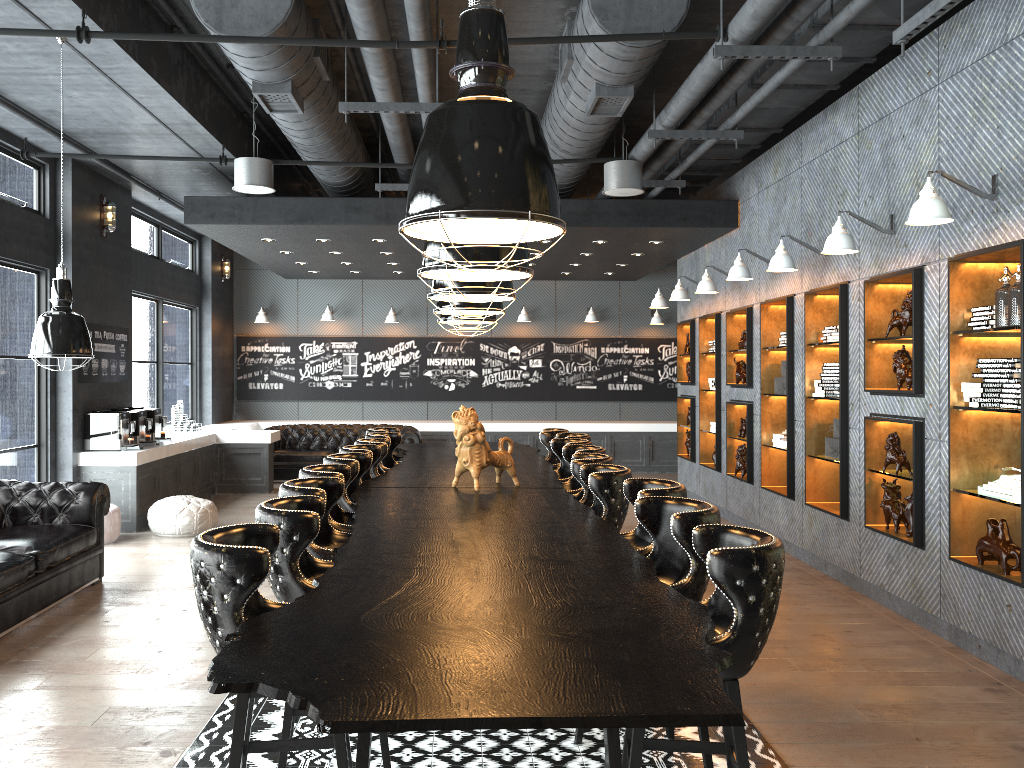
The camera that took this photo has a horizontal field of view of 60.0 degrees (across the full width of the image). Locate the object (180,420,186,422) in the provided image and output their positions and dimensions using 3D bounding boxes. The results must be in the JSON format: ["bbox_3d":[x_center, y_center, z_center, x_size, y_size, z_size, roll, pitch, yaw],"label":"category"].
[{"bbox_3d":[-3.948,0.528,11.722,0.073,0.073,0.074,0,0,17],"label":"object"}]

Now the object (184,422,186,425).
[{"bbox_3d":[-3.948,0.563,11.722,0.073,0.073,0.074,0,0,17],"label":"object"}]

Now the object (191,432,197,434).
[{"bbox_3d":[-3.780,0.686,11.650,0.073,0.073,0.074,0,0,17],"label":"object"}]

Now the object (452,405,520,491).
[{"bbox_3d":[0.057,0.418,5.681,0.484,0.545,0.244,0,0,-40],"label":"object"}]

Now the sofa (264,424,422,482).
[{"bbox_3d":[-2.139,1.104,13.661,2.571,0.838,1.236,0,0,-4],"label":"sofa"}]

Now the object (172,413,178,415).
[{"bbox_3d":[-4.030,0.434,11.635,0.073,0.073,0.074,0,0,17],"label":"object"}]

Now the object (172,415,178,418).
[{"bbox_3d":[-4.030,0.468,11.635,0.073,0.073,0.074,0,0,17],"label":"object"}]

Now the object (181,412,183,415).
[{"bbox_3d":[-4.035,0.432,11.879,0.072,0.073,0.075,0,0,29],"label":"object"}]

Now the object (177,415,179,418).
[{"bbox_3d":[-4.032,0.467,11.717,0.073,0.073,0.074,0,0,17],"label":"object"}]

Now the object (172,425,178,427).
[{"bbox_3d":[-4.031,0.591,11.635,0.073,0.073,0.074,0,0,17],"label":"object"}]

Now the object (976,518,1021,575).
[{"bbox_3d":[2.934,0.896,5.067,0.164,0.303,0.342,0,0,3],"label":"object"}]

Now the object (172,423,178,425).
[{"bbox_3d":[-4.031,0.564,11.635,0.073,0.073,0.074,0,0,17],"label":"object"}]

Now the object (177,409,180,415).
[{"bbox_3d":[-4.032,0.434,11.717,0.073,0.073,0.074,0,0,17],"label":"object"}]

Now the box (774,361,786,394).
[{"bbox_3d":[2.960,-0.062,8.428,0.299,0.316,0.419,0,0,-2],"label":"box"}]

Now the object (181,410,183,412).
[{"bbox_3d":[-4.035,0.397,11.879,0.072,0.073,0.075,0,0,29],"label":"object"}]

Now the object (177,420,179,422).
[{"bbox_3d":[-4.032,0.529,11.717,0.073,0.073,0.074,0,0,17],"label":"object"}]

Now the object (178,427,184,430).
[{"bbox_3d":[-3.947,0.625,11.640,0.073,0.073,0.074,0,0,17],"label":"object"}]

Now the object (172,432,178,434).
[{"bbox_3d":[-4.031,0.687,11.635,0.073,0.073,0.074,0,0,17],"label":"object"}]

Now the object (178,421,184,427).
[{"bbox_3d":[-3.947,0.590,11.640,0.073,0.073,0.074,0,0,17],"label":"object"}]

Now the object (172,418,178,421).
[{"bbox_3d":[-4.031,0.503,11.635,0.073,0.073,0.074,0,0,17],"label":"object"}]

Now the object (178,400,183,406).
[{"bbox_3d":[-4.035,0.310,11.879,0.072,0.073,0.075,0,0,29],"label":"object"}]

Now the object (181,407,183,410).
[{"bbox_3d":[-4.035,0.371,11.879,0.072,0.073,0.075,0,0,29],"label":"object"}]

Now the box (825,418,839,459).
[{"bbox_3d":[2.992,0.443,7.314,0.323,0.316,0.419,0,0,-2],"label":"box"}]

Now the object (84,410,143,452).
[{"bbox_3d":[-3.837,0.538,9.194,0.504,0.426,0.334,0,0,-3],"label":"object"}]

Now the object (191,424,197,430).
[{"bbox_3d":[-3.780,0.624,11.650,0.073,0.073,0.074,0,0,17],"label":"object"}]

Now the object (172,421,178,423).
[{"bbox_3d":[-4.031,0.529,11.635,0.073,0.073,0.074,0,0,17],"label":"object"}]

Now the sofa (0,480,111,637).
[{"bbox_3d":[-3.499,1.184,5.717,1.241,0.838,2.561,0,0,-2],"label":"sofa"}]

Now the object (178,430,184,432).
[{"bbox_3d":[-3.947,0.652,11.640,0.073,0.073,0.074,0,0,17],"label":"object"}]

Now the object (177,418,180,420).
[{"bbox_3d":[-4.032,0.502,11.717,0.073,0.073,0.074,0,0,17],"label":"object"}]

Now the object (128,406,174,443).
[{"bbox_3d":[-3.857,0.528,10.211,0.504,0.426,0.334,0,0,-3],"label":"object"}]

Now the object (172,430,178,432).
[{"bbox_3d":[-4.031,0.652,11.635,0.073,0.073,0.074,0,0,17],"label":"object"}]

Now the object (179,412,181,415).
[{"bbox_3d":[-4.034,0.433,11.797,0.073,0.073,0.074,0,0,17],"label":"object"}]

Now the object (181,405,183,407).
[{"bbox_3d":[-4.035,0.336,11.879,0.072,0.073,0.075,0,0,29],"label":"object"}]

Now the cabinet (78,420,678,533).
[{"bbox_3d":[0.027,1.118,12.315,8.432,0.827,6.299,0,1,-3],"label":"cabinet"}]

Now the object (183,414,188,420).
[{"bbox_3d":[-3.949,0.501,11.802,0.073,0.073,0.074,0,0,17],"label":"object"}]

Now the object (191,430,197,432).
[{"bbox_3d":[-3.780,0.651,11.650,0.073,0.073,0.074,0,0,17],"label":"object"}]

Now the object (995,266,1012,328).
[{"bbox_3d":[2.947,-0.488,5.040,0.106,0.349,0.111,0,0,43],"label":"object"}]

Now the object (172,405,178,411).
[{"bbox_3d":[-4.030,0.373,11.635,0.073,0.073,0.074,0,0,17],"label":"object"}]

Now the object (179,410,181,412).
[{"bbox_3d":[-4.033,0.398,11.797,0.073,0.073,0.074,0,0,17],"label":"object"}]

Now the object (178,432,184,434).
[{"bbox_3d":[-3.947,0.686,11.640,0.073,0.073,0.074,0,0,17],"label":"object"}]

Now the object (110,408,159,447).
[{"bbox_3d":[-3.847,0.533,9.710,0.504,0.426,0.334,0,0,-3],"label":"object"}]

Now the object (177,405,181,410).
[{"bbox_3d":[-4.033,0.371,11.797,0.073,0.073,0.074,0,0,17],"label":"object"}]

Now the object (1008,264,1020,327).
[{"bbox_3d":[2.949,-0.487,4.925,0.110,0.349,0.107,0,0,-17],"label":"object"}]

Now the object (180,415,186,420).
[{"bbox_3d":[-3.948,0.502,11.722,0.073,0.073,0.074,0,0,17],"label":"object"}]

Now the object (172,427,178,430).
[{"bbox_3d":[-4.031,0.625,11.635,0.073,0.073,0.074,0,0,17],"label":"object"}]

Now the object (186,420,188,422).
[{"bbox_3d":[-3.950,0.528,11.802,0.073,0.073,0.074,0,0,17],"label":"object"}]

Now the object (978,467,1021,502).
[{"bbox_3d":[3.131,0.545,5.112,0.485,0.149,0.533,0,1,-3],"label":"object"}]

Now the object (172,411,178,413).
[{"bbox_3d":[-4.030,0.400,11.635,0.073,0.073,0.074,0,0,17],"label":"object"}]
